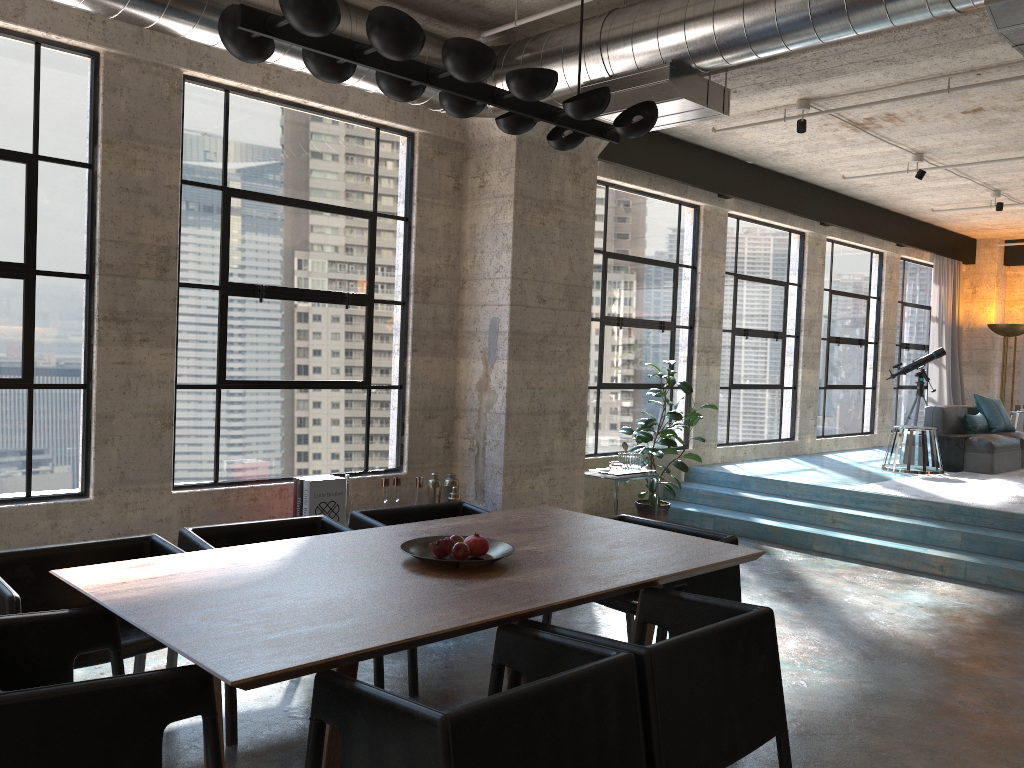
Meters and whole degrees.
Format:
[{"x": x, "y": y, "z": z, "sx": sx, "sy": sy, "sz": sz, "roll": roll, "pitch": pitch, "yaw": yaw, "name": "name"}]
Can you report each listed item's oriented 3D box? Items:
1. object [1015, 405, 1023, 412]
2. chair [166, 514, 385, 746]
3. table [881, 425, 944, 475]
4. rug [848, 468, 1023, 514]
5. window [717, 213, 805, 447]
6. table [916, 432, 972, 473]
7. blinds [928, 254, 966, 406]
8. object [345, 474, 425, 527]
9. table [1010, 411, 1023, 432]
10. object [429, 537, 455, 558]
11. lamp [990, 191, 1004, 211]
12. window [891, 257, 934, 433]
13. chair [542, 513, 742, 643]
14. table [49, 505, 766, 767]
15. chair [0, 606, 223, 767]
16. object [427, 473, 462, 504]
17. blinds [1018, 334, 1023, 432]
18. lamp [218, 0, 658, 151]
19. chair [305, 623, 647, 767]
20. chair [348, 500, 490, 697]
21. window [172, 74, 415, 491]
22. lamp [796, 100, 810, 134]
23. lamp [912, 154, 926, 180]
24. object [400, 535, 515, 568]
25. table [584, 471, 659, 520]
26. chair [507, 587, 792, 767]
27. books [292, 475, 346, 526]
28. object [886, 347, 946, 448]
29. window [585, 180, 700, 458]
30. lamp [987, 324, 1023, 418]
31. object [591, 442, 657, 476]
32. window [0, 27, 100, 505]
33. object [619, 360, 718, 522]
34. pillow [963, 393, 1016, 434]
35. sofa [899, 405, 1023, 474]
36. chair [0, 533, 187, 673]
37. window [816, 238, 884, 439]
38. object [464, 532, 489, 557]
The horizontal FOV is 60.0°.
[{"x": 6.564, "y": 0.309, "z": 11.291, "sx": 0.287, "sy": 0.096, "sz": 0.206, "roll": 2, "pitch": 2, "yaw": -4, "name": "object"}, {"x": -1.038, "y": 1.004, "z": 3.892, "sx": 0.707, "sy": 0.738, "sz": 0.754, "roll": 1, "pitch": 3, "yaw": -39, "name": "chair"}, {"x": 4.307, "y": 0.695, "z": 9.513, "sx": 0.620, "sy": 0.472, "sz": 0.620, "roll": 1, "pitch": 3, "yaw": -41, "name": "table"}, {"x": 6.811, "y": 1.020, "z": 9.623, "sx": 7.768, "sy": 0.032, "sz": 2.954, "roll": 0, "pitch": 3, "yaw": -44, "name": "rug"}, {"x": 2.853, "y": -0.577, "z": 10.181, "sx": 1.780, "sy": 2.530, "sz": 0.081, "roll": 0, "pitch": 3, "yaw": -44, "name": "window"}, {"x": 4.766, "y": 0.751, "z": 9.786, "sx": 0.413, "sy": 0.390, "sz": 0.420, "roll": 0, "pitch": 3, "yaw": -44, "name": "table"}, {"x": 6.716, "y": -0.597, "z": 13.501, "sx": 1.131, "sy": 2.985, "sz": 0.384, "roll": 0, "pitch": 3, "yaw": -44, "name": "blinds"}, {"x": -0.855, "y": 0.775, "z": 6.010, "sx": 0.703, "sy": 0.365, "sz": 0.199, "roll": 1, "pitch": 2, "yaw": -33, "name": "object"}, {"x": 6.562, "y": 0.656, "z": 11.349, "sx": 0.549, "sy": 0.603, "sz": 0.549, "roll": 3, "pitch": 2, "yaw": 25, "name": "table"}, {"x": -0.259, "y": 0.616, "z": 3.349, "sx": 0.110, "sy": 0.082, "sz": 0.088, "roll": 2, "pitch": 2, "yaw": -4, "name": "object"}, {"x": 5.635, "y": -2.125, "z": 10.310, "sx": 0.143, "sy": 0.223, "sz": 0.107, "roll": 2, "pitch": 2, "yaw": -11, "name": "lamp"}, {"x": 6.066, "y": -0.557, "z": 13.316, "sx": 1.780, "sy": 2.530, "sz": 0.081, "roll": 0, "pitch": 3, "yaw": -44, "name": "window"}, {"x": 0.631, "y": 1.058, "z": 4.231, "sx": 0.754, "sy": 0.738, "sz": 0.707, "roll": 0, "pitch": 3, "yaw": -44, "name": "chair"}, {"x": -0.258, "y": 1.043, "z": 3.371, "sx": 2.410, "sy": 0.756, "sz": 1.299, "roll": 0, "pitch": 3, "yaw": -44, "name": "table"}, {"x": -1.243, "y": 1.047, "z": 2.393, "sx": 0.754, "sy": 0.738, "sz": 0.707, "roll": 0, "pitch": 3, "yaw": -44, "name": "chair"}, {"x": -0.407, "y": 0.797, "z": 6.385, "sx": 0.415, "sy": 0.333, "sz": 0.248, "roll": 2, "pitch": 2, "yaw": -8, "name": "object"}, {"x": 8.332, "y": -0.523, "z": 13.426, "sx": 0.404, "sy": 2.986, "sz": 1.187, "roll": 0, "pitch": 3, "yaw": -43, "name": "blinds"}, {"x": -0.153, "y": -1.705, "z": 3.291, "sx": 1.813, "sy": 1.327, "sz": 0.583, "roll": 0, "pitch": 3, "yaw": -44, "name": "lamp"}, {"x": -0.086, "y": 1.092, "z": 2.383, "sx": 0.707, "sy": 0.738, "sz": 0.754, "roll": 0, "pitch": 3, "yaw": -44, "name": "chair"}, {"x": -0.398, "y": 1.010, "z": 4.446, "sx": 0.707, "sy": 0.738, "sz": 0.754, "roll": 1, "pitch": 3, "yaw": -39, "name": "chair"}, {"x": -1.421, "y": -0.603, "z": 6.011, "sx": 1.780, "sy": 2.530, "sz": 0.081, "roll": 0, "pitch": 3, "yaw": -44, "name": "window"}, {"x": 2.334, "y": -2.140, "z": 7.108, "sx": 0.107, "sy": 0.236, "sz": 0.145, "roll": 3, "pitch": 2, "yaw": 29, "name": "lamp"}, {"x": 3.994, "y": -2.121, "z": 8.700, "sx": 0.144, "sy": 0.252, "sz": 0.107, "roll": 3, "pitch": 2, "yaw": 30, "name": "lamp"}, {"x": -0.206, "y": 0.626, "z": 3.362, "sx": 0.435, "sy": 0.079, "sz": 0.435, "roll": 2, "pitch": 2, "yaw": -8, "name": "object"}, {"x": 0.879, "y": 1.041, "z": 7.549, "sx": 0.600, "sy": 0.563, "sz": 0.450, "roll": 0, "pitch": 3, "yaw": -44, "name": "table"}, {"x": 0.444, "y": 1.096, "z": 2.889, "sx": 0.707, "sy": 0.738, "sz": 0.754, "roll": 0, "pitch": 3, "yaw": -44, "name": "chair"}, {"x": -1.228, "y": 0.775, "z": 5.631, "sx": 0.277, "sy": 0.362, "sz": 0.191, "roll": 0, "pitch": 3, "yaw": -44, "name": "books"}, {"x": 5.373, "y": 0.199, "z": 11.814, "sx": 0.595, "sy": 1.406, "sz": 0.617, "roll": 0, "pitch": 3, "yaw": -43, "name": "object"}, {"x": 1.247, "y": -0.587, "z": 8.614, "sx": 1.780, "sy": 2.530, "sz": 0.081, "roll": 0, "pitch": 3, "yaw": -44, "name": "window"}, {"x": 7.470, "y": 0.018, "z": 13.395, "sx": 0.619, "sy": 1.822, "sz": 0.619, "roll": 0, "pitch": 3, "yaw": -44, "name": "lamp"}, {"x": 0.950, "y": 0.636, "z": 7.542, "sx": 0.546, "sy": 0.253, "sz": 0.327, "roll": 0, "pitch": 3, "yaw": -44, "name": "object"}, {"x": -5.218, "y": -0.627, "z": 2.306, "sx": 7.902, "sy": 2.530, "sz": 0.081, "roll": 0, "pitch": 3, "yaw": -44, "name": "window"}, {"x": 1.348, "y": 0.560, "z": 7.975, "sx": 0.886, "sy": 1.552, "sz": 0.514, "roll": 3, "pitch": 2, "yaw": 33, "name": "object"}, {"x": 5.639, "y": 0.350, "z": 10.574, "sx": 1.042, "sy": 0.466, "sz": 0.349, "roll": 1, "pitch": 2, "yaw": -34, "name": "pillow"}, {"x": 5.522, "y": 0.602, "z": 10.504, "sx": 2.063, "sy": 0.680, "sz": 1.019, "roll": 0, "pitch": 3, "yaw": -44, "name": "sofa"}, {"x": -1.591, "y": 1.001, "z": 3.325, "sx": 0.707, "sy": 0.738, "sz": 0.754, "roll": 0, "pitch": 3, "yaw": -44, "name": "chair"}, {"x": 4.459, "y": -0.567, "z": 11.748, "sx": 1.780, "sy": 2.530, "sz": 0.081, "roll": 0, "pitch": 3, "yaw": -44, "name": "window"}, {"x": -0.196, "y": 0.612, "z": 3.384, "sx": 0.219, "sy": 0.097, "sz": 0.100, "roll": 2, "pitch": 2, "yaw": -1, "name": "object"}]
